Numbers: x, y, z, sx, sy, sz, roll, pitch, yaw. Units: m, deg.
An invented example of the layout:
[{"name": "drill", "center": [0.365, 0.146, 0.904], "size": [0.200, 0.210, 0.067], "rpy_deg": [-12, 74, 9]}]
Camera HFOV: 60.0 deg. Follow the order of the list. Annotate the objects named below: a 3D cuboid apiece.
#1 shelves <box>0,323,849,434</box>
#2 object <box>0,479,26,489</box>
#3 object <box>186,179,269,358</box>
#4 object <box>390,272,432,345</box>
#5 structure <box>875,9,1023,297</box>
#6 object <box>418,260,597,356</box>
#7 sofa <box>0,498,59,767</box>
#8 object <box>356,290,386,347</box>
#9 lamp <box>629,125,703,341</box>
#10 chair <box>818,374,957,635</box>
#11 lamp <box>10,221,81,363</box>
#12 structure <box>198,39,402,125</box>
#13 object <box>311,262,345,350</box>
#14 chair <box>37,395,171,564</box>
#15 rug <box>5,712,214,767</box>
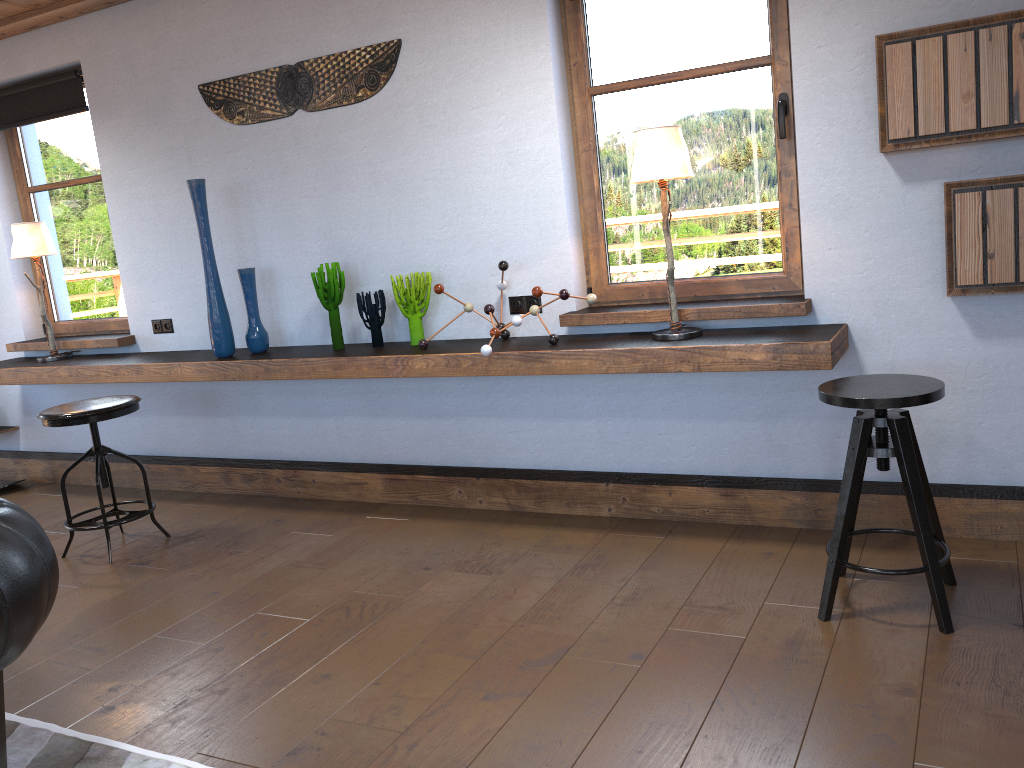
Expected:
[{"name": "shelves", "center": [-1.721, -0.190, 4.718], "size": [6.576, 0.987, 0.619], "rpy_deg": [-1, 11, 28]}, {"name": "object", "center": [-3.794, 0.652, 5.866], "size": [1.608, 0.065, 0.311], "rpy_deg": [-1, 12, 27]}, {"name": "object", "center": [-1.386, -0.567, 4.329], "size": [0.276, 0.861, 0.111], "rpy_deg": [-9, 10, -16]}, {"name": "object", "center": [-0.447, -0.343, 4.047], "size": [0.183, 0.331, 0.198], "rpy_deg": [-8, 10, -12]}, {"name": "structure", "center": [2.134, -1.047, 2.746], "size": [1.834, 1.442, 0.325], "rpy_deg": [-1, 11, 27]}, {"name": "object", "center": [-0.039, -0.343, 3.746], "size": [0.528, 0.349, 0.639], "rpy_deg": [-13, 12, -34]}, {"name": "sofa", "center": [-2.282, 0.765, 2.178], "size": [2.541, 0.837, 1.254], "rpy_deg": [-1, 11, 27]}, {"name": "object", "center": [-0.645, -0.304, 4.142], "size": [0.130, 0.260, 0.123], "rpy_deg": [-7, 10, -2]}, {"name": "lamp", "center": [0.691, -0.273, 3.624], "size": [0.244, 1.479, 0.638], "rpy_deg": [-3, 10, 20]}, {"name": "chair", "center": [1.171, 0.357, 2.786], "size": [0.389, 0.720, 0.397], "rpy_deg": [-1, 11, 28]}, {"name": "lamp", "center": [-2.576, -0.233, 5.336], "size": [0.243, 1.479, 0.640], "rpy_deg": [0, 11, 31]}, {"name": "structure", "center": [-1.047, -1.396, 4.187], "size": [1.236, 0.239, 0.099], "rpy_deg": [-1, 11, 27]}, {"name": "object", "center": [-0.845, -0.363, 4.173], "size": [0.159, 0.410, 0.146], "rpy_deg": [-7, 10, -3]}, {"name": "chair", "center": [-1.919, 0.440, 4.167], "size": [0.436, 0.715, 0.447], "rpy_deg": [0, 12, 32]}, {"name": "rug", "center": [-1.986, 1.240, 1.593], "size": [4.003, 0.053, 2.461], "rpy_deg": [-1, 12, 28]}]
